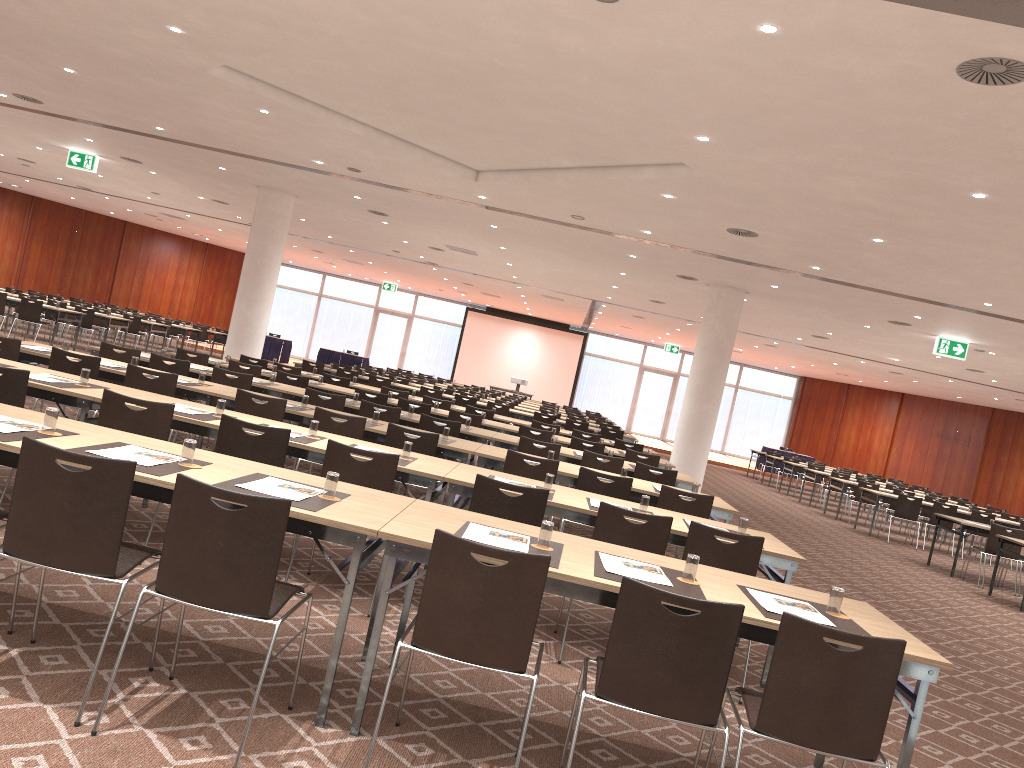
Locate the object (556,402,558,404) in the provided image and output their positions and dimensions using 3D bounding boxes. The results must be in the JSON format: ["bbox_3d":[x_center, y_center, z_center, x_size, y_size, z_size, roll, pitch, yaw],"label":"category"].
[{"bbox_3d":[1.372,0.627,27.364,0.054,0.114,0.054,13,1,37],"label":"object"}]

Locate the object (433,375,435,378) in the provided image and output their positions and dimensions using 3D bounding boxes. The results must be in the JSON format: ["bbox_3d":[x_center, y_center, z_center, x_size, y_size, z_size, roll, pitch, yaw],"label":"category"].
[{"bbox_3d":[-2.435,-0.221,27.549,0.054,0.114,0.054,13,1,37],"label":"object"}]

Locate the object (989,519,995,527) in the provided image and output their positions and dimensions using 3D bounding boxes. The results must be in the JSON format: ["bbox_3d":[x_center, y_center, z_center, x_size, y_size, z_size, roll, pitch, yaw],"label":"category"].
[{"bbox_3d":[7.335,2.130,13.556,0.054,0.114,0.054,12,1,-8],"label":"object"}]

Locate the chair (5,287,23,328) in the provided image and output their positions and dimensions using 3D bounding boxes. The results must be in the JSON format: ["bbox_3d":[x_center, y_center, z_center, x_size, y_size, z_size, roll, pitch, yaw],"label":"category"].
[{"bbox_3d":[-12.030,-1.837,21.463,0.535,0.940,0.614,13,1,5],"label":"chair"}]

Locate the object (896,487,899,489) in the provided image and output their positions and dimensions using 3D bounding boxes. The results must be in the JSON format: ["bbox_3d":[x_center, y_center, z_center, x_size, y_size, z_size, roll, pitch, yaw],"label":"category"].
[{"bbox_3d":[8.249,2.262,19.013,0.054,0.114,0.054,12,1,-31],"label":"object"}]

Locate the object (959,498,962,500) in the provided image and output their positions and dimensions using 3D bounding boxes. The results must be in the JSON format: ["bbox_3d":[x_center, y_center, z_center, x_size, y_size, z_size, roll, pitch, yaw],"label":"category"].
[{"bbox_3d":[10.556,2.749,20.889,0.054,0.114,0.054,12,1,-31],"label":"object"}]

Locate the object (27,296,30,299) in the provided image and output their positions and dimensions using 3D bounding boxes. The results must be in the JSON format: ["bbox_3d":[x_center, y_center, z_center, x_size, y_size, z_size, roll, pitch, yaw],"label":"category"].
[{"bbox_3d":[-9.767,-1.723,17.904,0.054,0.114,0.054,12,1,-31],"label":"object"}]

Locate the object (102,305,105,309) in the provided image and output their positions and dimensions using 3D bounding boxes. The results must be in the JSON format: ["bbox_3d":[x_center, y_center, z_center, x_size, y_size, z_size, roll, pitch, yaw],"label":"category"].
[{"bbox_3d":[-11.040,-2.084,23.964,0.054,0.114,0.054,12,1,-31],"label":"object"}]

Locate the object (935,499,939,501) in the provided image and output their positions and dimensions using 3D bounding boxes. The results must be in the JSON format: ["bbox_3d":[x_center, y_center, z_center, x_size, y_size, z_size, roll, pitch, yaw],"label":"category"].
[{"bbox_3d":[8.141,2.264,17.009,0.054,0.114,0.054,12,1,-31],"label":"object"}]

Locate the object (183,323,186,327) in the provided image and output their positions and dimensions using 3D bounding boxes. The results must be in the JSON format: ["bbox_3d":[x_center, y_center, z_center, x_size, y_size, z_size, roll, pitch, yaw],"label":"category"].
[{"bbox_3d":[-8.821,-1.590,23.857,0.054,0.114,0.054,12,1,-8],"label":"object"}]

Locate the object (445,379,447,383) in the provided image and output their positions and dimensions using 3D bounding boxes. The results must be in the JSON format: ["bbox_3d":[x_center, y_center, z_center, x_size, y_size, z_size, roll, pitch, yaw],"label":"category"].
[{"bbox_3d":[-1.903,-0.076,25.521,0.054,0.114,0.054,13,1,37],"label":"object"}]

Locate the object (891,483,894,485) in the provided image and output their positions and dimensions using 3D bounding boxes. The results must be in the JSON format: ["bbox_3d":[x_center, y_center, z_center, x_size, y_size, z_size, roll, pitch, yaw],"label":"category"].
[{"bbox_3d":[8.993,2.401,20.972,0.054,0.114,0.054,12,1,-8],"label":"object"}]

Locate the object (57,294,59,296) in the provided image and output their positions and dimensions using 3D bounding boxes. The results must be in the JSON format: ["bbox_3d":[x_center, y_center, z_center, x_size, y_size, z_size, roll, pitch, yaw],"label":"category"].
[{"bbox_3d":[-12.302,-2.365,24.027,0.054,0.114,0.054,12,1,-31],"label":"object"}]

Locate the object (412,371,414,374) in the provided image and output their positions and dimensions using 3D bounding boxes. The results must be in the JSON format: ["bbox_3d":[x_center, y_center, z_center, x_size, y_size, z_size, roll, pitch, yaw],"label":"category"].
[{"bbox_3d":[-3.067,-0.361,27.572,0.054,0.114,0.054,12,1,-31],"label":"object"}]

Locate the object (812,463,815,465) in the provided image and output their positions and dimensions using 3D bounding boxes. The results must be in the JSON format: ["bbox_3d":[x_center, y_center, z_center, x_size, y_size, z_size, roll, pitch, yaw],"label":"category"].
[{"bbox_3d":[7.824,2.115,23.031,0.054,0.114,0.054,12,1,-8],"label":"object"}]

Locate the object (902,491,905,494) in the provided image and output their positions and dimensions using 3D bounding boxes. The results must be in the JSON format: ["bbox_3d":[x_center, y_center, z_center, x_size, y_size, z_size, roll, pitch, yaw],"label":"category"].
[{"bbox_3d":[7.509,2.123,17.043,0.054,0.114,0.054,12,1,-31],"label":"object"}]

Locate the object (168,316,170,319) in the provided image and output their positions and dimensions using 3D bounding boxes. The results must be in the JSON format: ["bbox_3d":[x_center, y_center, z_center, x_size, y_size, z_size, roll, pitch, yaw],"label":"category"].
[{"bbox_3d":[-10.826,-2.088,27.961,0.054,0.114,0.054,12,1,-31],"label":"object"}]

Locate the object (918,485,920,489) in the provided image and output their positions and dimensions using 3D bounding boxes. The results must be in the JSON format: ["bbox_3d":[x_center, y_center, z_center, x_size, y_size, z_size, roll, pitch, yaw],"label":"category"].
[{"bbox_3d":[11.405,2.886,24.858,0.054,0.114,0.054,12,1,-31],"label":"object"}]

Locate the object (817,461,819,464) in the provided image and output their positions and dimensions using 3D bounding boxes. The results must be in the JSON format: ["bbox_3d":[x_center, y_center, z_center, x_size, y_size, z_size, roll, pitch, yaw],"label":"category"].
[{"bbox_3d":[9.300,2.392,26.965,0.054,0.114,0.054,12,1,-8],"label":"object"}]

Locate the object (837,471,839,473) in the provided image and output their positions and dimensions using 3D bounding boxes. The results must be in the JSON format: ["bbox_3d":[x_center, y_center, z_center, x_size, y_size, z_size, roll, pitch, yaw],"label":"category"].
[{"bbox_3d":[7.719,2.118,21.031,0.054,0.114,0.054,12,1,-8],"label":"object"}]

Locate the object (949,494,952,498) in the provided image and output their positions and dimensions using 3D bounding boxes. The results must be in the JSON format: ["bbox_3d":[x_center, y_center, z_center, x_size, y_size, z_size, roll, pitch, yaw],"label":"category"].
[{"bbox_3d":[11.305,2.890,22.861,0.054,0.114,0.054,12,1,-31],"label":"object"}]

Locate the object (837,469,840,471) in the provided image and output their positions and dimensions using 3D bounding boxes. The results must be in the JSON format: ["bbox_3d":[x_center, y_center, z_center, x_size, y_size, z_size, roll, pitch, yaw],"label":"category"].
[{"bbox_3d":[8.461,2.257,22.999,0.054,0.114,0.054,12,1,-8],"label":"object"}]

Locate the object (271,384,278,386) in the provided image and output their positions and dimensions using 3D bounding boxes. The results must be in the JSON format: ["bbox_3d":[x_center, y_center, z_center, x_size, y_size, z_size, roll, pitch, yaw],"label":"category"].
[{"bbox_3d":[-2.704,0.006,10.037,0.102,0.001,0.102,12,1,-8],"label":"object"}]

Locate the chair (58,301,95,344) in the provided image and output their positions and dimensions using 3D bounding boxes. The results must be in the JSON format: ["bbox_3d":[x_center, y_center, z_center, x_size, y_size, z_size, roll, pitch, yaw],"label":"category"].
[{"bbox_3d":[-10.448,-1.485,21.385,0.535,0.940,0.613,13,1,2],"label":"chair"}]

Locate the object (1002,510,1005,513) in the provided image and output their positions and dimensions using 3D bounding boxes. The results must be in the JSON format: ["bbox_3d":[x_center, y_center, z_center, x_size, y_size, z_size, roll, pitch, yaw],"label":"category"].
[{"bbox_3d":[10.466,2.755,18.906,0.054,0.114,0.054,13,1,37],"label":"object"}]

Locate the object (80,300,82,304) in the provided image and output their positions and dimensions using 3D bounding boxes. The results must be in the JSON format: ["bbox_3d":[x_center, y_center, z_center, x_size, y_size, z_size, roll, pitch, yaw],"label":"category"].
[{"bbox_3d":[-11.665,-2.223,23.995,0.054,0.114,0.054,12,1,-31],"label":"object"}]

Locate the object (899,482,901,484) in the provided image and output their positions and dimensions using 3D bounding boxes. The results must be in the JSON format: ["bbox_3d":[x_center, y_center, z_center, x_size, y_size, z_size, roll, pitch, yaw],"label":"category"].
[{"bbox_3d":[10.031,2.606,22.926,0.054,0.114,0.054,12,1,-31],"label":"object"}]

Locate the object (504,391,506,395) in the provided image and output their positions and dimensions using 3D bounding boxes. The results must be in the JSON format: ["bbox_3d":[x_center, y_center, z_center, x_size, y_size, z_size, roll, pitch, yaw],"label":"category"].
[{"bbox_3d":[-0.217,0.273,27.433,0.054,0.114,0.054,13,1,37],"label":"object"}]

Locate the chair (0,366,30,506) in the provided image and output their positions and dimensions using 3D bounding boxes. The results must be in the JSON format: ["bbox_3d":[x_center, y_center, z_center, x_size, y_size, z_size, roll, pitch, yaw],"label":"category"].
[{"bbox_3d":[-3.191,0.332,5.508,0.535,0.940,0.613,13,1,4],"label":"chair"}]

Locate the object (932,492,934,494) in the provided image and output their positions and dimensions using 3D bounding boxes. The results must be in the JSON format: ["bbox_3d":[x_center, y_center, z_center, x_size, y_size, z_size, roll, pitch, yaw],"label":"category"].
[{"bbox_3d":[9.925,2.609,20.926,0.054,0.114,0.054,12,1,-31],"label":"object"}]

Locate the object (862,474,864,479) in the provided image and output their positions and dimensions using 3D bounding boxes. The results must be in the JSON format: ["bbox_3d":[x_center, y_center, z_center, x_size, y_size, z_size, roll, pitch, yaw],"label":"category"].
[{"bbox_3d":[9.086,2.396,22.968,0.054,0.114,0.054,12,1,-8],"label":"object"}]

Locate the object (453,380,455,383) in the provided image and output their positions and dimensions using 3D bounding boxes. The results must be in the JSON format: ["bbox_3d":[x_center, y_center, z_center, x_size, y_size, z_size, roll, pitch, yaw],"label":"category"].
[{"bbox_3d":[-1.790,-0.077,27.518,0.054,0.114,0.054,13,1,37],"label":"object"}]

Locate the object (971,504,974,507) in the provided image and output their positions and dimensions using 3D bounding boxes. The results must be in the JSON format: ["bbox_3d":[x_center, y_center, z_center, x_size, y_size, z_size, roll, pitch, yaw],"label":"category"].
[{"bbox_3d":[9.834,2.615,18.939,0.054,0.114,0.054,13,1,37],"label":"object"}]

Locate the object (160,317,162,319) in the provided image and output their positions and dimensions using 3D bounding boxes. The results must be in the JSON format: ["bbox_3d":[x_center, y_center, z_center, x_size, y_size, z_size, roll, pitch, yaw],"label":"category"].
[{"bbox_3d":[-9.462,-1.732,23.880,0.054,0.114,0.054,12,1,-8],"label":"object"}]

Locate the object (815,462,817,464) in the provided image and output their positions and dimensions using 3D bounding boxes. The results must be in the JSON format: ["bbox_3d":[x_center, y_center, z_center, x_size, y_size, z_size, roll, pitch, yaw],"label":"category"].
[{"bbox_3d":[8.554,2.252,24.997,0.054,0.114,0.054,12,1,-8],"label":"object"}]

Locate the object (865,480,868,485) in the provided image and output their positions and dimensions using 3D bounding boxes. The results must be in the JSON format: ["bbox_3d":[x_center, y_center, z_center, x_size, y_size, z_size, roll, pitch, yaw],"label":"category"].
[{"bbox_3d":[7.607,2.119,19.042,0.054,0.114,0.054,12,1,-31],"label":"object"}]

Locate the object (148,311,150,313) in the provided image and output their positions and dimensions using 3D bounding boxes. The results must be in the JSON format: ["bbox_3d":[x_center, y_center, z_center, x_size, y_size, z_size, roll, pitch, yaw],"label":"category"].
[{"bbox_3d":[-11.471,-2.232,27.985,0.054,0.114,0.054,12,1,-31],"label":"object"}]

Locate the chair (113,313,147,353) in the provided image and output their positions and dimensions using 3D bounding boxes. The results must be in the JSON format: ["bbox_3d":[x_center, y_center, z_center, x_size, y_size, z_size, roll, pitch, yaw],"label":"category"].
[{"bbox_3d":[-9.164,-1.200,21.381,0.535,0.940,0.613,13,1,1],"label":"chair"}]

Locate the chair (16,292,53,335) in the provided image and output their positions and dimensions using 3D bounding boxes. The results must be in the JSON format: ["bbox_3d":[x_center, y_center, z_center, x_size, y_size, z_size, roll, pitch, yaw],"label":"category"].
[{"bbox_3d":[-11.421,-1.700,21.352,0.535,0.940,0.613,13,1,0],"label":"chair"}]

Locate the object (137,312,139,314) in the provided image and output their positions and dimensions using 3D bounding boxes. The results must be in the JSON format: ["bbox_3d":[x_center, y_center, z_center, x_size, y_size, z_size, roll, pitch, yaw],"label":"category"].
[{"bbox_3d":[-10.096,-1.874,23.921,0.054,0.114,0.054,12,1,-8],"label":"object"}]

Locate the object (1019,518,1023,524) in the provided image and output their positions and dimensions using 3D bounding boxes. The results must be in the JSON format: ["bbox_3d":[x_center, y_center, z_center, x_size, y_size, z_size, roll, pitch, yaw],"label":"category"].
[{"bbox_3d":[9.724,2.616,16.942,0.054,0.114,0.054,13,1,37],"label":"object"}]

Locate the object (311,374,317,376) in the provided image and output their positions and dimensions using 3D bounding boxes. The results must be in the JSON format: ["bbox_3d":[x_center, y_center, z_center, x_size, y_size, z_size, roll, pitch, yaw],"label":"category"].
[{"bbox_3d":[-3.142,-0.144,14.074,0.101,0.001,0.102,13,1,37],"label":"object"}]

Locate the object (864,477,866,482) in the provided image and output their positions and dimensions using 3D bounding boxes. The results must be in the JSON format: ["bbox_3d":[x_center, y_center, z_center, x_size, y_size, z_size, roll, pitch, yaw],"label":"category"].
[{"bbox_3d":[8.357,2.260,21.008,0.054,0.114,0.054,12,1,-8],"label":"object"}]

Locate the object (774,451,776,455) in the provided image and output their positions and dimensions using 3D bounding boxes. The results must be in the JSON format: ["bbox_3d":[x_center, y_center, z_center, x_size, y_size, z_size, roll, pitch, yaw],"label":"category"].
[{"bbox_3d":[8.026,2.108,27.033,0.054,0.114,0.054,12,1,-8],"label":"object"}]

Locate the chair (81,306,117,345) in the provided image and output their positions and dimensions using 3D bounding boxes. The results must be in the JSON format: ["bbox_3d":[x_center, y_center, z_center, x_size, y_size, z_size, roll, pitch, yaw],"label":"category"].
[{"bbox_3d":[-9.840,-1.349,21.273,0.535,0.940,0.613,13,1,0],"label":"chair"}]

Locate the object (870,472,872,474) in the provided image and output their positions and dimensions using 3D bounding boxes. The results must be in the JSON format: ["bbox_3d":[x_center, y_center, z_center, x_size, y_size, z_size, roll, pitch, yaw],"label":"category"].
[{"bbox_3d":[10.881,2.744,26.886,0.054,0.114,0.054,12,1,-31],"label":"object"}]

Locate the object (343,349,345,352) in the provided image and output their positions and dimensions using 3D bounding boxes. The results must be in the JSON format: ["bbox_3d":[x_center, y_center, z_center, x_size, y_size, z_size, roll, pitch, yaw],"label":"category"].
[{"bbox_3d":[-5.893,-1.165,31.073,0.054,0.114,0.054,13,1,14],"label":"object"}]

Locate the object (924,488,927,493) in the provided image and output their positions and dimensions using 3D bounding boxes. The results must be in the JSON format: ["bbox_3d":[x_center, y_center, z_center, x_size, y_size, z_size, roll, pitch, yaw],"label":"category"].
[{"bbox_3d":[10.664,2.748,22.884,0.054,0.114,0.054,12,1,-31],"label":"object"}]

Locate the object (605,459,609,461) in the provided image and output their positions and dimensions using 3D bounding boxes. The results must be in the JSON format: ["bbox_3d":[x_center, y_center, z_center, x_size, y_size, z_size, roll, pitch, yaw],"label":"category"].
[{"bbox_3d":[1.084,0.849,9.859,0.101,0.001,0.102,13,1,37],"label":"object"}]

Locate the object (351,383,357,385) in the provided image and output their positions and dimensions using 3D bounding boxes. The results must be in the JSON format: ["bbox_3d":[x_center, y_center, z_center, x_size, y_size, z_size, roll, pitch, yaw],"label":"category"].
[{"bbox_3d":[-2.509,-0.003,14.040,0.102,0.001,0.102,12,1,-8],"label":"object"}]

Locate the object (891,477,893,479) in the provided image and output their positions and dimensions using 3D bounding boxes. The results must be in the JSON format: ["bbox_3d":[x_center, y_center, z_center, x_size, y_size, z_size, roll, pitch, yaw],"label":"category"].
[{"bbox_3d":[11.508,2.883,26.858,0.054,0.114,0.054,12,1,-31],"label":"object"}]

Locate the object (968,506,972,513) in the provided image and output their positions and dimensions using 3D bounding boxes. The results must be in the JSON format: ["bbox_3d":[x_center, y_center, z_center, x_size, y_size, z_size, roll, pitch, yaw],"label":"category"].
[{"bbox_3d":[8.775,2.405,16.989,0.054,0.114,0.054,12,1,-31],"label":"object"}]

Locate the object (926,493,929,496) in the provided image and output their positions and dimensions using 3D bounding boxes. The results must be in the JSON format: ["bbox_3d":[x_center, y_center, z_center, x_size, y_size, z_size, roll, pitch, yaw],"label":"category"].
[{"bbox_3d":[8.884,2.403,18.980,0.054,0.114,0.054,12,1,-31],"label":"object"}]

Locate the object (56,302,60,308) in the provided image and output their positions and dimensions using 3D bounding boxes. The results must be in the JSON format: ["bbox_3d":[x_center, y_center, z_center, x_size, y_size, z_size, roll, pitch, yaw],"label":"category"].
[{"bbox_3d":[-9.146,-1.584,17.861,0.054,0.114,0.054,12,1,-31],"label":"object"}]

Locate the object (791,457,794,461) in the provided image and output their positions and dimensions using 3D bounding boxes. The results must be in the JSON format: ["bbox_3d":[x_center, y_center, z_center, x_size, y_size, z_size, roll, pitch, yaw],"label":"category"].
[{"bbox_3d":[7.925,2.112,25.034,0.054,0.114,0.054,12,1,-8],"label":"object"}]
